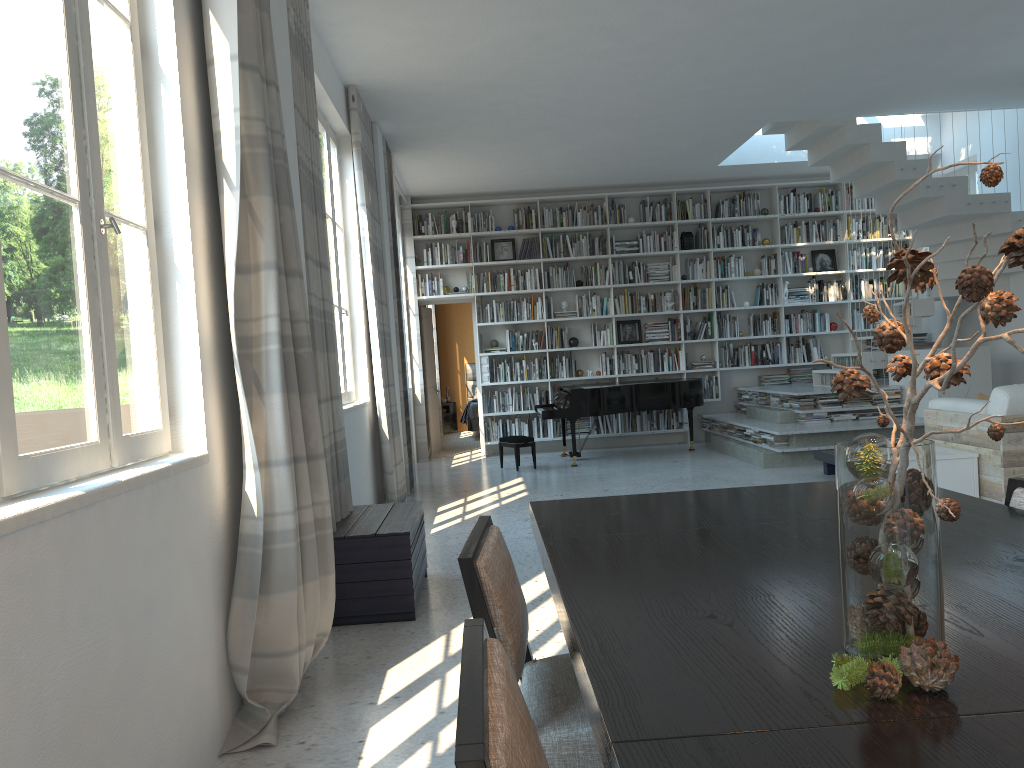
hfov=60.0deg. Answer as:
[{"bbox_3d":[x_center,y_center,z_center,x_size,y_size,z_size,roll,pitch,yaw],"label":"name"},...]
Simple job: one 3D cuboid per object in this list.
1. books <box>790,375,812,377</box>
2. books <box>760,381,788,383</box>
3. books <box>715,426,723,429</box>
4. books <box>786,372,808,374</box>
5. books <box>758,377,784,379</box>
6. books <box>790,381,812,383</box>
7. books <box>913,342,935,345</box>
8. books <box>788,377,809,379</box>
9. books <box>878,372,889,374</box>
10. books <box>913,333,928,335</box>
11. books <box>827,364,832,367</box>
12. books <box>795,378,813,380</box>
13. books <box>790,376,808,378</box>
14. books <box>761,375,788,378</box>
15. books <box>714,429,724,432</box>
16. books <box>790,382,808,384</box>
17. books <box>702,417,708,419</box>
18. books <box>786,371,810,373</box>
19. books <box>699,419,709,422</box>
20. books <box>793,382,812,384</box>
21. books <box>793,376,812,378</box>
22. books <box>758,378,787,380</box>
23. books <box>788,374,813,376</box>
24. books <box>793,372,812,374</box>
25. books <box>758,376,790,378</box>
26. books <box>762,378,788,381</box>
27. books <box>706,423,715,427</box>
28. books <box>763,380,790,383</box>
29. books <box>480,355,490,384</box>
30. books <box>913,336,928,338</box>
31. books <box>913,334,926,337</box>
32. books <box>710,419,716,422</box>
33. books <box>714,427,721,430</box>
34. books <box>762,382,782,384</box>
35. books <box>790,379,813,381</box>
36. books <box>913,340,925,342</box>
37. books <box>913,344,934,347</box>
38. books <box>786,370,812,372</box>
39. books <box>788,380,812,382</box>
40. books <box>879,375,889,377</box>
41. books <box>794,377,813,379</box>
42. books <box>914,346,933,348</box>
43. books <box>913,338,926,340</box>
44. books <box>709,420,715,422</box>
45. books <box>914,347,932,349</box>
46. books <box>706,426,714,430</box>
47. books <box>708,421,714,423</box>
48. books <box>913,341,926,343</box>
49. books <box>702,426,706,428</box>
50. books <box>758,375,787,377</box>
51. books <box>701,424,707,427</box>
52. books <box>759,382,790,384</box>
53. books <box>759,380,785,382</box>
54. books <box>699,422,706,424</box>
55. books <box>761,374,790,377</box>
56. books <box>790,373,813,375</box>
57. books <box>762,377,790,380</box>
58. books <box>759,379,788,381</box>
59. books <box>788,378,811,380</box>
[{"bbox_3d":[3.624,-0.101,11.166,0.254,0.007,0.161,-4,1,-1],"label":"books"},{"bbox_3d":[3.291,-0.028,11.156,0.308,0.008,0.195,-4,1,0],"label":"books"},{"bbox_3d":[2.501,0.506,10.423,0.149,0.007,0.300,-4,1,-2],"label":"books"},{"bbox_3d":[3.619,-0.143,11.165,0.285,0.005,0.159,-4,1,-3],"label":"books"},{"bbox_3d":[3.293,-0.080,11.146,0.345,0.007,0.193,-4,1,-7],"label":"books"},{"bbox_3d":[3.628,-0.025,11.163,0.254,0.007,0.161,-4,1,2],"label":"books"},{"bbox_3d":[4.892,-0.480,10.556,0.267,0.026,0.161,-4,1,3],"label":"books"},{"bbox_3d":[3.626,-0.081,11.160,0.285,0.007,0.159,-4,1,-6],"label":"books"},{"bbox_3d":[4.785,-0.149,11.204,0.368,0.007,0.205,-4,1,0],"label":"books"},{"bbox_3d":[4.883,-0.598,10.746,0.228,0.011,0.159,-4,1,-3],"label":"books"},{"bbox_3d":[4.105,-0.240,11.137,0.204,0.036,0.266,-4,1,-1],"label":"books"},{"bbox_3d":[3.628,-0.060,11.161,0.254,0.007,0.161,-4,1,-6],"label":"books"},{"bbox_3d":[3.625,-0.094,11.157,0.285,0.007,0.159,-4,1,-7],"label":"books"},{"bbox_3d":[3.291,-0.095,11.154,0.308,0.008,0.195,-4,1,0],"label":"books"},{"bbox_3d":[2.483,0.539,10.423,0.177,0.026,0.230,-4,1,1],"label":"books"},{"bbox_3d":[3.628,-0.019,11.172,0.285,0.007,0.159,-4,1,-2],"label":"books"},{"bbox_3d":[2.469,0.418,11.020,0.158,0.014,0.234,-4,1,-4],"label":"books"},{"bbox_3d":[3.618,-0.153,11.157,0.285,0.005,0.159,-4,1,-6],"label":"books"},{"bbox_3d":[2.450,0.450,11.021,0.191,0.013,0.243,-4,1,-6],"label":"books"},{"bbox_3d":[3.628,-0.012,11.165,0.254,0.007,0.161,-4,1,1],"label":"books"},{"bbox_3d":[3.625,-0.088,11.167,0.254,0.007,0.161,-4,1,-1],"label":"books"},{"bbox_3d":[3.293,-0.065,11.152,0.345,0.007,0.193,-4,1,-5],"label":"books"},{"bbox_3d":[3.623,-0.115,11.169,0.285,0.007,0.159,-4,1,-2],"label":"books"},{"bbox_3d":[3.619,-0.137,11.165,0.285,0.005,0.159,-4,1,-1],"label":"books"},{"bbox_3d":[3.292,-0.088,11.154,0.345,0.007,0.193,-4,1,0],"label":"books"},{"bbox_3d":[3.294,-0.058,11.147,0.308,0.008,0.195,-4,1,3],"label":"books"},{"bbox_3d":[2.463,0.491,10.729,0.191,0.028,0.212,-4,1,2],"label":"books"},{"bbox_3d":[3.292,-0.035,11.156,0.345,0.007,0.193,-4,1,-4],"label":"books"},{"bbox_3d":[-0.337,-0.180,10.985,0.106,0.340,0.306,-4,2,-2],"label":"books"},{"bbox_3d":[4.886,-0.561,10.749,0.235,0.014,0.155,-4,1,-1],"label":"books"},{"bbox_3d":[4.884,-0.580,10.760,0.232,0.025,0.123,-4,1,-5],"label":"books"},{"bbox_3d":[2.492,0.435,10.728,0.135,0.014,0.297,-4,1,-1],"label":"books"},{"bbox_3d":[2.489,0.518,10.423,0.172,0.014,0.221,-4,1,-1],"label":"books"},{"bbox_3d":[3.292,-0.020,11.151,0.308,0.008,0.195,-4,1,2],"label":"books"},{"bbox_3d":[3.628,-0.053,11.159,0.285,0.007,0.159,-4,1,3],"label":"books"},{"bbox_3d":[4.888,-0.515,10.762,0.182,0.011,0.131,-4,1,-4],"label":"books"},{"bbox_3d":[4.894,-0.455,10.552,0.234,0.025,0.157,-4,1,-6],"label":"books"},{"bbox_3d":[3.620,-0.164,11.160,0.285,0.005,0.159,-4,1,-5],"label":"books"},{"bbox_3d":[3.626,-0.039,11.169,0.254,0.007,0.161,-4,1,-1],"label":"books"},{"bbox_3d":[4.787,-0.110,11.203,0.327,0.008,0.207,-4,1,1],"label":"books"},{"bbox_3d":[3.626,-0.074,11.161,0.254,0.007,0.161,-4,1,-6],"label":"books"},{"bbox_3d":[4.895,-0.437,10.564,0.278,0.012,0.177,-4,1,2],"label":"books"},{"bbox_3d":[4.886,-0.547,10.754,0.206,0.014,0.150,-4,1,-2],"label":"books"},{"bbox_3d":[2.488,0.445,10.728,0.126,0.005,0.290,-4,1,-7],"label":"books"},{"bbox_3d":[4.896,-0.427,10.544,0.295,0.006,0.146,-4,1,-4],"label":"books"},{"bbox_3d":[2.474,0.531,10.731,0.189,0.030,0.237,-4,1,-2],"label":"books"},{"bbox_3d":[2.479,0.453,10.728,0.160,0.009,0.291,-4,1,0],"label":"books"},{"bbox_3d":[4.889,-0.506,10.750,0.192,0.008,0.160,-4,1,-2],"label":"books"},{"bbox_3d":[2.473,0.531,11.024,0.171,0.016,0.241,-4,1,-2],"label":"books"},{"bbox_3d":[3.291,-0.103,11.154,0.345,0.007,0.193,-4,1,-4],"label":"books"},{"bbox_3d":[2.461,0.509,11.023,0.179,0.012,0.261,-4,1,1],"label":"books"},{"bbox_3d":[3.293,-0.012,11.148,0.345,0.007,0.193,-4,1,3],"label":"books"},{"bbox_3d":[3.292,-0.042,11.148,0.308,0.008,0.195,-4,1,-7],"label":"books"},{"bbox_3d":[2.458,0.484,11.022,0.177,0.012,0.278,-4,1,-6],"label":"books"},{"bbox_3d":[3.290,-0.110,11.153,0.345,0.007,0.193,-4,1,0],"label":"books"},{"bbox_3d":[3.620,-0.126,11.163,0.285,0.005,0.159,-4,1,-4],"label":"books"},{"bbox_3d":[3.293,-0.073,11.155,0.345,0.007,0.193,-4,1,0],"label":"books"},{"bbox_3d":[3.291,-0.050,11.161,0.308,0.008,0.195,-4,1,-2],"label":"books"},{"bbox_3d":[3.627,-0.067,11.166,0.285,0.007,0.159,-4,1,0],"label":"books"}]
